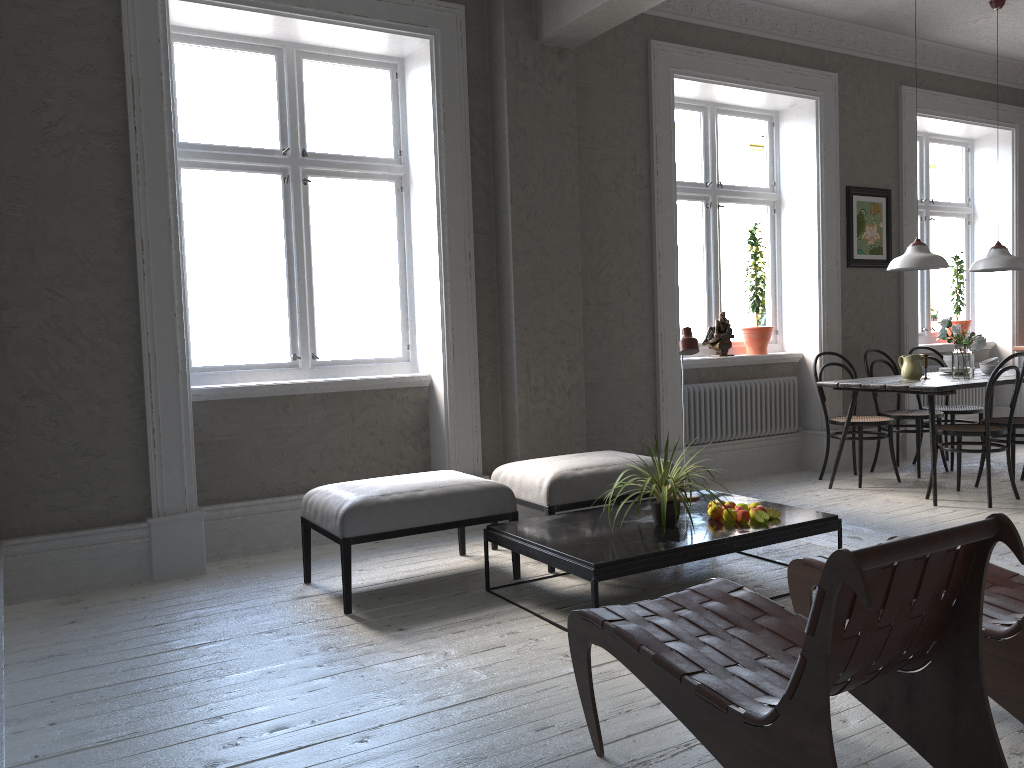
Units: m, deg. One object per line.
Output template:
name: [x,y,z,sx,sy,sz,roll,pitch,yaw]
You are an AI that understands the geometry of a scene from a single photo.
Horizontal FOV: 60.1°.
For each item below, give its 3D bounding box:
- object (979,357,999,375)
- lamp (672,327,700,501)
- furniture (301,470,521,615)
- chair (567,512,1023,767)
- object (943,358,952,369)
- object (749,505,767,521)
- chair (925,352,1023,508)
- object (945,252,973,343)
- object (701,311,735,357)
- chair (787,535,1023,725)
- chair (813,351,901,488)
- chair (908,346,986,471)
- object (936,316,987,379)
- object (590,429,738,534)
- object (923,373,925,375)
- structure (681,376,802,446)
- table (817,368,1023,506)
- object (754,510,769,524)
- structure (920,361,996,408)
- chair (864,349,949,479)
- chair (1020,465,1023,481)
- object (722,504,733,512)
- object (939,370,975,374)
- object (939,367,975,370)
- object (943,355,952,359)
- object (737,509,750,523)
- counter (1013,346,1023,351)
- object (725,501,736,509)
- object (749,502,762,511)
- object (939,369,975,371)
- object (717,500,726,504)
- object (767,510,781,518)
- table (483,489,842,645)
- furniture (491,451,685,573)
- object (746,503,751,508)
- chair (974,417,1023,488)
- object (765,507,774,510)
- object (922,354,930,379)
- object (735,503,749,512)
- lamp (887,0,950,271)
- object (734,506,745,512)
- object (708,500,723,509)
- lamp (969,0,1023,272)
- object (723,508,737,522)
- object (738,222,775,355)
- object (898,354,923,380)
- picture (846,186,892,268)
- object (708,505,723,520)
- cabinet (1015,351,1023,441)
object: [3.330,-0.127,6.182,0.129,0.119,0.123,-3,3,-15]
lamp: [0.828,0.148,4.244,0.137,0.839,0.252,-2,3,6]
furniture: [-0.471,0.672,4.068,0.843,0.476,0.572,-4,4,-31]
chair: [0.618,0.633,2.144,0.517,0.721,0.997,-4,4,-30]
object: [3.186,-0.138,6.344,0.183,0.094,0.176,-5,4,-39]
object: [1.056,0.553,3.799,0.075,0.064,0.075,-2,3,0]
chair: [2.866,0.264,5.462,0.446,0.921,0.538,-4,4,-33]
object: [3.989,-0.777,7.947,0.261,0.813,0.259,-2,3,-3]
object: [1.496,-0.363,6.442,0.241,0.329,0.118,-4,4,-29]
chair: [1.365,0.582,2.594,0.517,0.721,0.997,-4,4,-30]
chair: [2.424,0.232,6.261,0.445,0.921,0.540,-3,4,-23]
chair: [3.340,0.170,6.796,0.443,0.921,0.542,-3,4,-18]
object: [2.952,-0.241,5.809,0.256,0.414,0.305,-4,4,-32]
object: [0.675,0.399,3.738,0.669,0.420,0.725,-3,3,-12]
object: [2.903,-0.120,6.375,0.136,0.112,0.142,1,5,42]
structure: [1.645,0.187,6.443,1.247,0.428,0.146,-4,4,-33]
table: [3.128,0.309,6.139,1.956,0.735,0.888,-4,4,-31]
object: [1.049,0.562,3.733,0.060,0.053,0.057,-3,4,-24]
structure: [3.855,0.035,7.772,1.247,0.428,0.146,-4,4,-33]
chair: [2.907,0.199,6.556,0.446,0.921,0.538,-4,4,-33]
chair: [3.761,0.204,5.983,0.446,0.921,0.538,-4,4,-33]
object: [0.940,0.556,3.877,0.061,0.056,0.056,-5,5,-44]
object: [3.189,-0.085,6.347,0.240,0.027,0.235,-3,3,-13]
object: [3.188,-0.103,6.346,0.239,0.027,0.236,-2,3,-8]
object: [3.186,-0.159,6.343,0.183,0.094,0.176,-5,4,-39]
object: [0.982,0.561,3.755,0.056,0.058,0.057,-2,3,-6]
counter: [4.542,-0.215,6.131,3.454,0.039,3.101,-4,4,-30]
object: [0.970,0.551,3.937,0.056,0.058,0.059,1,5,42]
object: [1.069,0.549,3.875,0.058,0.062,0.065,1,4,41]
object: [3.188,-0.094,6.346,0.233,0.027,0.241,0,4,27]
object: [0.934,0.550,3.997,0.067,0.055,0.061,0,4,27]
object: [1.128,0.562,3.833,0.066,0.037,0.047,-2,3,-4]
table: [0.658,0.744,3.870,1.335,0.303,0.833,-4,4,-31]
furniture: [0.388,0.613,4.585,0.843,0.476,0.572,-4,4,-31]
object: [1.045,0.557,3.950,0.067,0.039,0.063,-3,4,-25]
chair: [3.330,0.232,5.745,0.445,0.921,0.540,-3,4,-23]
object: [1.134,0.558,3.905,0.062,0.036,0.047,-3,4,-20]
object: [2.761,-0.116,5.910,0.060,0.167,0.058,-3,4,-17]
object: [1.008,0.552,3.888,0.061,0.058,0.062,-1,3,14]
lamp: [2.602,-1.668,5.698,0.377,1.859,0.381,-2,3,7]
object: [0.986,0.556,3.829,0.060,0.058,0.055,-5,4,-40]
object: [0.899,0.549,3.927,0.071,0.066,0.066,-4,4,-26]
lamp: [3.383,-1.722,6.166,0.385,1.859,0.373,-3,4,-23]
object: [0.933,0.558,3.791,0.062,0.063,0.061,-2,3,1]
object: [1.824,-0.716,6.630,0.268,0.991,0.271,-2,3,9]
object: [2.662,-0.114,5.913,0.147,0.170,0.137,-1,4,21]
picture: [2.779,-1.211,6.877,0.531,0.620,0.019,-4,4,-31]
object: [0.881,0.555,3.836,0.071,0.066,0.070,-3,4,-15]
cabinet: [4.906,0.201,5.848,1.966,0.854,4.242,-1,3,16]
